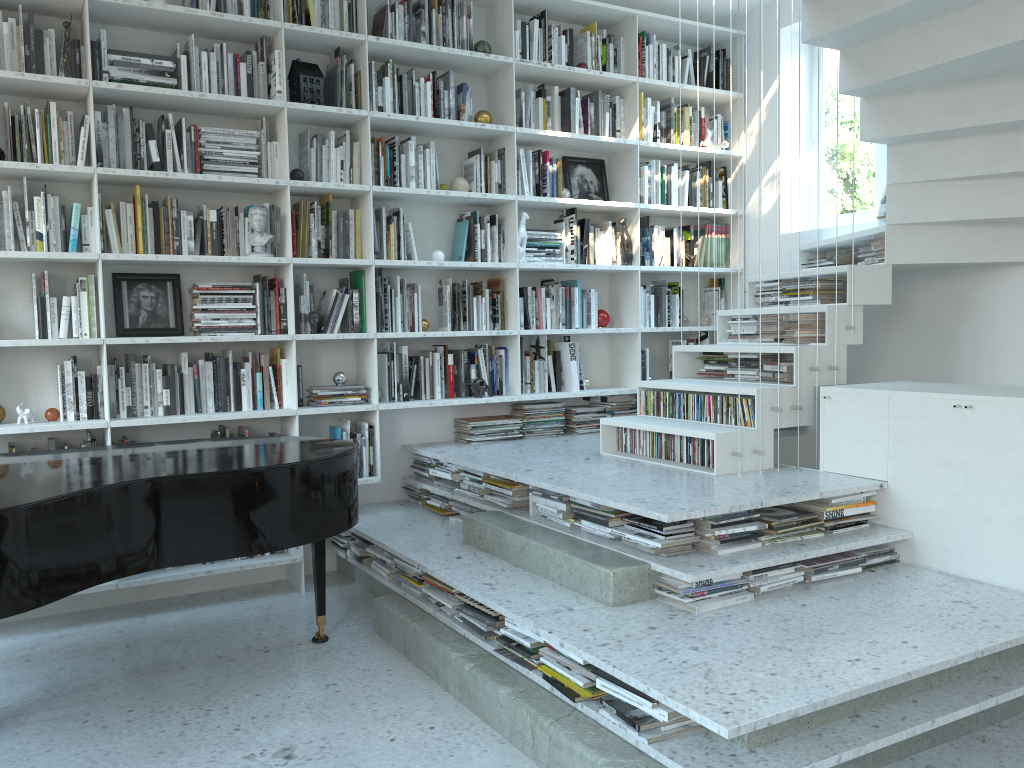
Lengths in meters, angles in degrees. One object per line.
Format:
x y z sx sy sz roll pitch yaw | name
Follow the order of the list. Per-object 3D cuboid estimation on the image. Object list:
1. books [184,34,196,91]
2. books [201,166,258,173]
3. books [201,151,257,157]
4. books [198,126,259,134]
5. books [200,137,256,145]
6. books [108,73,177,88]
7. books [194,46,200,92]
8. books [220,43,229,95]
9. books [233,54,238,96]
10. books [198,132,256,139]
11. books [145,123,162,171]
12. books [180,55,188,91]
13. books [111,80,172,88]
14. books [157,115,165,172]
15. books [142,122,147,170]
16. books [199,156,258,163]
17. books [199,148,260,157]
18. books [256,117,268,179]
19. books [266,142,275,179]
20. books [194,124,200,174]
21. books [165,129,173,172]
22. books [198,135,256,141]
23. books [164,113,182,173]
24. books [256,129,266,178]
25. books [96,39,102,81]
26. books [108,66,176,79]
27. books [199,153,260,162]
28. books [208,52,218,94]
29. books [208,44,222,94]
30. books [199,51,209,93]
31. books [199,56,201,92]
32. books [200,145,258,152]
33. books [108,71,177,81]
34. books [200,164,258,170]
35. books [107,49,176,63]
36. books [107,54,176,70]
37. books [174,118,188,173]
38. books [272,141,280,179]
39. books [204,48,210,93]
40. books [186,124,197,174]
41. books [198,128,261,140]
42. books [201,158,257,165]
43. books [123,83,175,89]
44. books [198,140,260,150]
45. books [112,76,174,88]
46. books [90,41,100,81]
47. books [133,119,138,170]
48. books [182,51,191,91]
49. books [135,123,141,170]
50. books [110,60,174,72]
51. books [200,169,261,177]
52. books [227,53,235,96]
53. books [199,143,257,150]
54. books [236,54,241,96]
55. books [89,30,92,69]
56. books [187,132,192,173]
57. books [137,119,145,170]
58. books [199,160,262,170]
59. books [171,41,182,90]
-1.512 -1.472 4.169 0.011 0.284 0.190 -3 5 -29 | books
-1.381 -1.027 4.303 0.254 0.012 0.160 -3 4 -29 | books
-1.382 -1.100 4.296 0.254 0.012 0.160 -3 4 -28 | books
-1.383 -1.210 4.286 0.285 0.012 0.159 -3 4 -27 | books
-1.379 -1.160 4.284 0.254 0.012 0.160 -3 4 -24 | books
-1.709 -1.387 4.087 0.285 0.012 0.159 -3 4 -32 | books
-1.505 -1.450 4.192 0.021 0.238 0.171 -3 5 -29 | books
-1.393 -1.472 4.254 0.023 0.270 0.184 -3 5 -29 | books
-1.350 -1.455 4.284 0.010 0.230 0.152 -3 5 -29 | books
-1.385 -1.186 4.292 0.254 0.012 0.160 -3 4 -29 | books
-1.672 -1.074 4.117 0.066 0.237 0.153 -3 5 -29 | books
-1.553 -1.422 4.162 0.025 0.187 0.193 -3 4 -29 | books
-1.707 -1.363 4.085 0.254 0.012 0.160 -3 4 -24 | books
-1.641 -1.101 4.148 0.022 0.286 0.130 -3 5 -29 | books
-1.710 -1.074 4.103 0.011 0.240 0.147 -3 5 -29 | books
-1.380 -1.076 4.296 0.254 0.012 0.160 -3 4 -31 | books
-1.380 -1.112 4.291 0.285 0.012 0.159 -3 4 -26 | books
-1.235 -1.139 4.376 0.012 0.319 0.139 -3 5 -29 | books
-1.214 -1.080 4.388 0.029 0.198 0.171 -3 4 -29 | books
-1.505 -1.087 4.199 0.013 0.247 0.176 -3 5 -29 | books
-1.617 -1.067 4.156 0.024 0.217 0.147 -3 5 -29 | books
-1.382 -1.174 4.289 0.254 0.012 0.160 -3 4 -27 | books
-1.595 -1.106 4.169 0.049 0.291 0.162 -3 5 -29 | books
-1.237 -1.106 4.359 0.012 0.254 0.160 -3 5 -29 | books
-1.864 -1.421 3.997 0.013 0.218 0.141 -3 5 -29 | books
-1.706 -1.417 4.082 0.285 0.024 0.159 -3 4 -24 | books
-1.382 -1.088 4.297 0.285 0.012 0.159 -3 4 -28 | books
-1.441 -1.444 4.230 0.028 0.219 0.183 -3 4 -29 | books
-1.426 -1.473 4.259 0.029 0.274 0.140 -3 5 -29 | books
-1.474 -1.441 4.208 0.027 0.216 0.190 -3 4 -29 | books
-1.497 -1.434 4.212 0.011 0.204 0.133 -3 5 -29 | books
-1.380 -1.124 4.291 0.254 0.012 0.161 -3 4 -32 | books
-1.711 -1.399 4.088 0.285 0.012 0.159 -3 4 -31 | books
-1.380 -1.039 4.301 0.254 0.012 0.160 -3 4 -30 | books
-1.714 -1.491 4.087 0.285 0.024 0.159 -3 4 -29 | books
-1.711 -1.466 4.084 0.285 0.024 0.159 -3 4 -27 | books
-1.557 -1.096 4.175 0.021 0.269 0.191 -3 5 -29 | books
-1.191 -1.085 4.408 0.030 0.205 0.158 -3 5 -29 | books
-1.463 -1.456 4.227 0.012 0.244 0.131 -3 5 -29 | books
-1.524 -1.086 4.203 0.015 0.245 0.183 -3 5 -29 | books
-1.379 -1.198 4.281 0.285 0.012 0.159 -3 4 -34 | books
-1.380 -1.064 4.297 0.254 0.012 0.160 -3 4 -27 | books
-1.709 -1.351 4.090 0.285 0.012 0.159 -3 4 -26 | books
-1.383 -1.148 4.293 0.285 0.012 0.159 -3 4 -30 | books
-1.709 -1.375 4.088 0.254 0.012 0.161 -3 4 -32 | books
-1.875 -1.411 3.976 0.027 0.201 0.167 -3 4 -29 | books
-1.745 -1.078 4.085 0.011 0.252 0.153 -3 5 -29 | books
-1.547 -1.442 4.198 0.024 0.223 0.128 -3 5 -29 | books
-1.734 -1.069 4.092 0.014 0.233 0.147 -3 5 -29 | books
-1.708 -1.441 4.082 0.254 0.025 0.161 -3 4 -33 | books
-1.380 -1.015 4.303 0.285 0.012 0.159 -3 4 -28 | books
-1.369 -1.449 4.259 0.023 0.223 0.190 -3 4 -29 | books
-1.381 -1.136 4.292 0.254 0.012 0.160 -3 4 -27 | books
-1.337 -1.455 4.283 0.012 0.231 0.158 -3 5 -29 | books
-1.902 -1.438 3.982 0.012 0.254 0.160 -3 5 -29 | books
-1.544 -1.071 4.201 0.024 0.216 0.132 -3 5 -29 | books
-1.720 -1.078 4.095 0.014 0.250 0.172 -3 5 -29 | books
-1.378 -1.051 4.296 0.285 0.012 0.159 -3 4 -32 | books
-1.572 -1.454 4.154 0.012 0.254 0.160 -3 5 -29 | books
